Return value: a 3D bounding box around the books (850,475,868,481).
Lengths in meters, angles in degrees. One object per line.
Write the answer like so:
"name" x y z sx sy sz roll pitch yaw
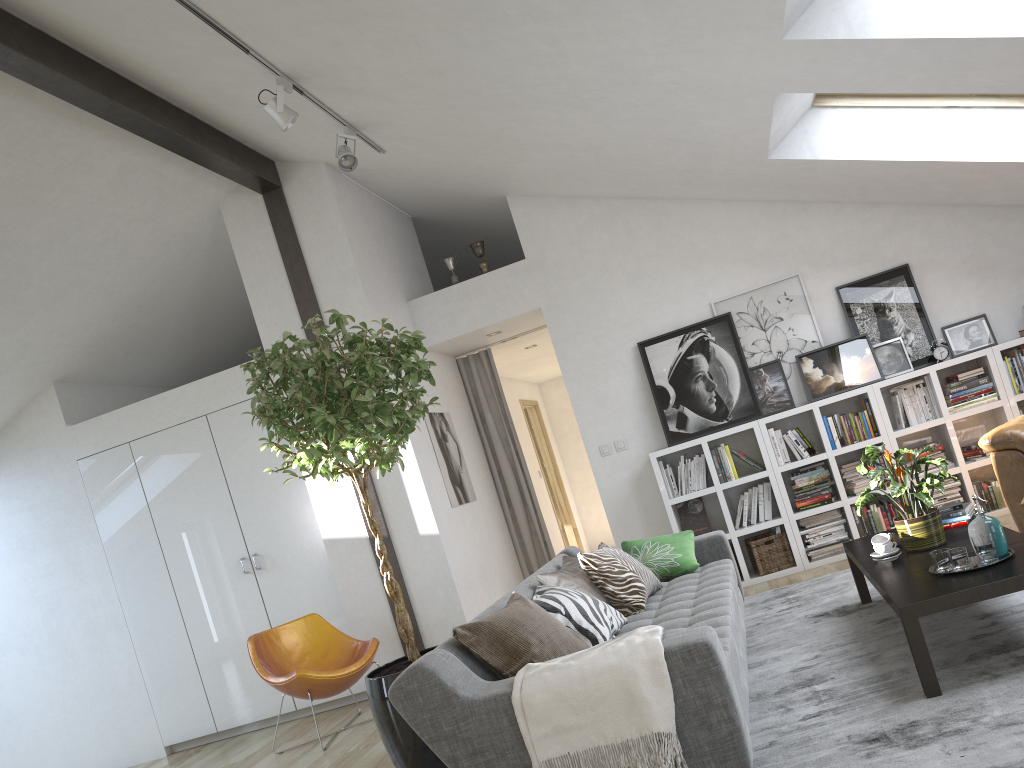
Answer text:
"books" 2.315 0.630 5.957 0.105 0.010 0.168 -18 -7 4

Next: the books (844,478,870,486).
"books" 2.315 0.657 5.953 0.115 0.019 0.217 -17 -6 -1

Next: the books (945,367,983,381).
"books" 2.962 -0.066 5.813 0.170 0.024 0.248 -18 -7 7

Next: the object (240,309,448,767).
"object" -0.489 0.664 3.606 0.806 2.015 0.808 -17 -2 -10

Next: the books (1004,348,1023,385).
"books" 3.271 -0.086 5.748 0.027 0.284 0.200 -18 -3 13

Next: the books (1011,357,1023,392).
"books" 3.259 -0.054 5.751 0.015 0.230 0.170 -18 -3 13

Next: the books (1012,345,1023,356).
"books" 3.311 -0.104 5.731 0.022 0.290 0.178 -18 -2 13

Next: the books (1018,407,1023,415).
"books" 3.291 0.273 5.735 0.038 0.247 0.178 -18 -3 13

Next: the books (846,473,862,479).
"books" 2.290 0.614 5.961 0.104 0.010 0.169 -19 -7 13

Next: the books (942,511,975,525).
"books" 2.013 0.643 4.187 0.298 0.019 0.204 -21 -8 31

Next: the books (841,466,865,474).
"books" 2.293 0.580 5.972 0.141 0.014 0.102 -18 -6 1

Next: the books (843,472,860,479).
"books" 2.280 0.606 5.958 0.103 0.009 0.190 -20 -7 23

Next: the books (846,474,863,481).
"books" 2.298 0.624 5.956 0.108 0.014 0.175 -20 -7 18

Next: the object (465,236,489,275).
"object" -0.228 -0.935 6.612 0.124 0.276 0.162 -16 -3 -31

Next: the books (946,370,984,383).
"books" 2.965 -0.046 5.805 0.173 0.018 0.243 -18 -7 7

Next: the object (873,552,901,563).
"object" 1.602 0.742 3.787 0.124 0.021 0.119 -13 -8 -37

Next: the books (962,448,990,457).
"books" 3.063 0.428 5.795 0.147 0.037 0.209 -16 -6 -13

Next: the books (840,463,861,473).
"books" 2.279 0.563 5.971 0.136 0.027 0.096 -19 -6 11

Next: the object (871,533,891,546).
"object" 1.580 0.677 3.787 0.082 0.067 0.080 -19 -5 26

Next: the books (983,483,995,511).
"books" 3.095 0.734 5.799 0.022 0.179 0.162 -18 -3 13

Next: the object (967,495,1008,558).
"object" 1.737 0.522 3.267 0.117 0.239 0.122 -19 -2 37

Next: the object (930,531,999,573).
"object" 1.636 0.616 3.227 0.225 0.107 0.102 -22 -6 39

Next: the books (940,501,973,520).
"books" 2.019 0.620 4.205 0.282 0.030 0.185 -22 -8 37

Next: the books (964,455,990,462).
"books" 3.072 0.474 5.811 0.161 0.014 0.260 -18 -7 9

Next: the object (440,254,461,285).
"object" -0.444 -0.843 6.655 0.107 0.241 0.112 -19 -2 43

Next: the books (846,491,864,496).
"books" 2.327 0.720 5.936 0.134 0.017 0.186 -17 -6 -3

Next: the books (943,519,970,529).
"books" 2.005 0.666 4.188 0.286 0.017 0.216 -21 -8 31

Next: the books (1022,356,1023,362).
"books" 3.303 -0.067 5.725 0.011 0.223 0.163 -18 -3 13

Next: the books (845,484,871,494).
"books" 2.319 0.699 5.943 0.145 0.029 0.200 -17 -6 -3

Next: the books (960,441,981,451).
"books" 3.052 0.398 5.802 0.138 0.030 0.187 -16 -7 -13

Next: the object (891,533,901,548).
"object" 1.716 0.710 4.010 0.126 0.078 0.068 -15 -4 -21

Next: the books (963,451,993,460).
"books" 3.065 0.457 5.804 0.162 0.023 0.218 -15 -7 -23

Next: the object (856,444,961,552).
"object" 1.689 0.499 3.818 0.436 0.524 0.378 -17 -3 -14

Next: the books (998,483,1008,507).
"books" 3.176 0.716 5.778 0.024 0.160 0.163 -18 -4 13

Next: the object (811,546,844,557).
"object" 2.138 1.109 5.990 0.254 0.019 0.165 -18 -7 8

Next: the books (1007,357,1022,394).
"books" 3.231 -0.050 5.755 0.018 0.239 0.177 -18 -3 13

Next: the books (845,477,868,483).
"books" 2.309 0.644 5.959 0.104 0.009 0.188 -18 -7 4

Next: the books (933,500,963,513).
"books" 2.003 0.600 4.208 0.243 0.019 0.167 -20 -7 21

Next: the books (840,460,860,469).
"books" 2.276 0.540 5.971 0.121 0.021 0.090 -19 -6 11

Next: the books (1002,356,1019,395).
"books" 3.214 -0.051 5.759 0.014 0.253 0.185 -18 -3 12

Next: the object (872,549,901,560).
"object" 1.600 0.733 3.787 0.124 0.021 0.119 -13 -8 -37

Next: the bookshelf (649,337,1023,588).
"bookshelf" 2.531 0.509 5.910 3.022 1.048 0.303 -19 -1 11

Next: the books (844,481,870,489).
"books" 2.316 0.675 5.937 0.134 0.017 0.186 -17 -6 -3

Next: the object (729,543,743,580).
"object" 1.444 1.261 6.152 0.242 0.240 0.249 -18 -4 17

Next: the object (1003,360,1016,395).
"object" 3.196 -0.033 5.763 0.029 0.230 0.170 -18 -3 12

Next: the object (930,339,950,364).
"object" 2.778 -0.215 5.756 0.108 0.150 0.051 -19 -2 26

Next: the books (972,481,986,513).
"books" 3.027 0.741 5.804 0.038 0.208 0.178 -18 -3 13

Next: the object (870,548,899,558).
"object" 1.593 0.725 3.788 0.120 0.024 0.122 -18 -6 7

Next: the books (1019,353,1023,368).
"books" 3.290 -0.077 5.730 0.011 0.250 0.162 -18 -2 13

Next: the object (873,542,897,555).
"object" 1.589 0.704 3.788 0.083 0.049 0.079 -16 -5 -11

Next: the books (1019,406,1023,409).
"books" 3.331 0.264 5.744 0.035 0.242 0.200 -18 -3 13

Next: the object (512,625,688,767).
"object" 0.281 0.975 2.600 0.460 0.418 0.375 -18 -4 15

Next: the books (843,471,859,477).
"books" 2.291 0.593 5.963 0.104 0.010 0.171 -21 -7 28

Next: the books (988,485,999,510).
"books" 3.117 0.736 5.786 0.023 0.160 0.163 -18 -4 13

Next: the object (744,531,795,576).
"object" 1.759 1.152 6.067 0.245 0.240 0.246 -17 -4 2

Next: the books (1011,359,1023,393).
"books" 3.245 -0.047 5.742 0.011 0.223 0.163 -18 -3 13

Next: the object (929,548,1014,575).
"object" 1.697 0.656 3.280 0.295 0.012 0.306 -21 -7 26
